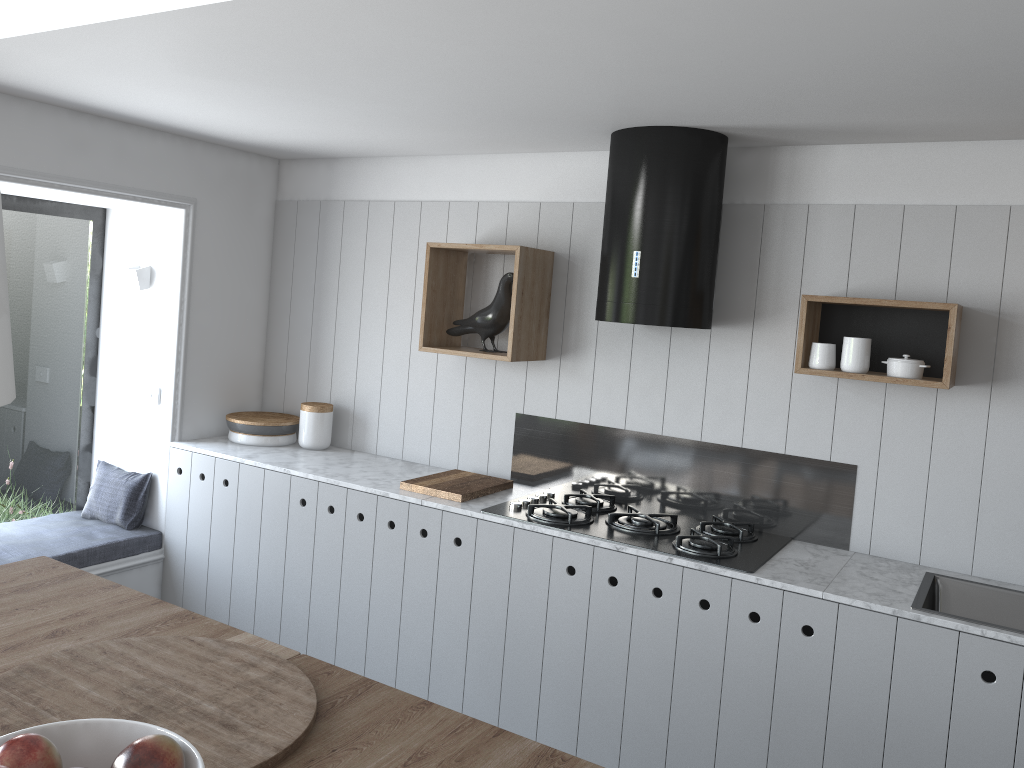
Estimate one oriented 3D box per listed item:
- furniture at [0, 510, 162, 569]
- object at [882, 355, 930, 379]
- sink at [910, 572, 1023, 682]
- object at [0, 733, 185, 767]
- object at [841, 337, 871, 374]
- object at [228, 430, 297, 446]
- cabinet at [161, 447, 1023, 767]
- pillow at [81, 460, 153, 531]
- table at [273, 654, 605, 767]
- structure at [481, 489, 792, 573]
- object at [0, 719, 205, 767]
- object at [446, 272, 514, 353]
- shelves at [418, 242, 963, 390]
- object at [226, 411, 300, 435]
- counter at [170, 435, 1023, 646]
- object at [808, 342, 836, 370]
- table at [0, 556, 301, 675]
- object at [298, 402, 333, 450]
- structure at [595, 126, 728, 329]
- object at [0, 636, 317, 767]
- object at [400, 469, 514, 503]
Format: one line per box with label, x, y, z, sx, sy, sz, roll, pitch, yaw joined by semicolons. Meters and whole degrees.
furniture;-2.139;0.712;3.855;0.612;0.115;1.026;7;6;30
object;1.249;-0.057;2.805;0.130;0.073;0.108;5;5;10
sink;1.728;0.765;2.347;1.209;0.166;0.442;8;6;31
object;-0.536;0.535;1.055;0.249;0.167;0.239;4;5;-8
object;1.113;-0.092;2.859;0.088;0.115;0.083;7;4;31
object;-1.215;0.251;4.309;0.319;0.055;0.333;2;6;-20
cabinet;1.045;1.021;2.477;6.290;0.746;0.010;8;4;31
pillow;-1.879;0.542;4.222;0.414;0.293;0.176;7;4;31
table;-0.567;1.040;0.774;0.961;0.748;1.992;7;6;30
structure;0.442;0.486;3.181;1.010;0.048;0.541;8;6;31
object;-0.536;0.556;1.059;0.323;0.164;0.307;7;5;28
object;-0.123;-0.306;3.695;0.343;0.333;0.136;7;4;32
shelves;1.257;-0.190;2.832;3.676;0.796;0.292;8;4;31
object;-1.211;0.193;4.306;0.356;0.065;0.364;3;5;-10
counter;1.214;0.624;2.700;6.294;0.020;0.565;8;6;31
object;1.024;-0.090;2.913;0.081;0.088;0.085;3;4;-23
table;-1.380;0.931;1.277;0.961;0.748;1.992;7;6;30
object;-0.936;0.202;4.211;0.154;0.212;0.154;4;4;-1
structure;0.546;-0.648;3.196;0.409;0.867;0.420;4;3;-13
object;-0.679;0.572;1.544;0.658;0.023;0.616;0;7;-37
object;-0.218;0.408;3.576;0.298;0.030;0.390;7;6;30
